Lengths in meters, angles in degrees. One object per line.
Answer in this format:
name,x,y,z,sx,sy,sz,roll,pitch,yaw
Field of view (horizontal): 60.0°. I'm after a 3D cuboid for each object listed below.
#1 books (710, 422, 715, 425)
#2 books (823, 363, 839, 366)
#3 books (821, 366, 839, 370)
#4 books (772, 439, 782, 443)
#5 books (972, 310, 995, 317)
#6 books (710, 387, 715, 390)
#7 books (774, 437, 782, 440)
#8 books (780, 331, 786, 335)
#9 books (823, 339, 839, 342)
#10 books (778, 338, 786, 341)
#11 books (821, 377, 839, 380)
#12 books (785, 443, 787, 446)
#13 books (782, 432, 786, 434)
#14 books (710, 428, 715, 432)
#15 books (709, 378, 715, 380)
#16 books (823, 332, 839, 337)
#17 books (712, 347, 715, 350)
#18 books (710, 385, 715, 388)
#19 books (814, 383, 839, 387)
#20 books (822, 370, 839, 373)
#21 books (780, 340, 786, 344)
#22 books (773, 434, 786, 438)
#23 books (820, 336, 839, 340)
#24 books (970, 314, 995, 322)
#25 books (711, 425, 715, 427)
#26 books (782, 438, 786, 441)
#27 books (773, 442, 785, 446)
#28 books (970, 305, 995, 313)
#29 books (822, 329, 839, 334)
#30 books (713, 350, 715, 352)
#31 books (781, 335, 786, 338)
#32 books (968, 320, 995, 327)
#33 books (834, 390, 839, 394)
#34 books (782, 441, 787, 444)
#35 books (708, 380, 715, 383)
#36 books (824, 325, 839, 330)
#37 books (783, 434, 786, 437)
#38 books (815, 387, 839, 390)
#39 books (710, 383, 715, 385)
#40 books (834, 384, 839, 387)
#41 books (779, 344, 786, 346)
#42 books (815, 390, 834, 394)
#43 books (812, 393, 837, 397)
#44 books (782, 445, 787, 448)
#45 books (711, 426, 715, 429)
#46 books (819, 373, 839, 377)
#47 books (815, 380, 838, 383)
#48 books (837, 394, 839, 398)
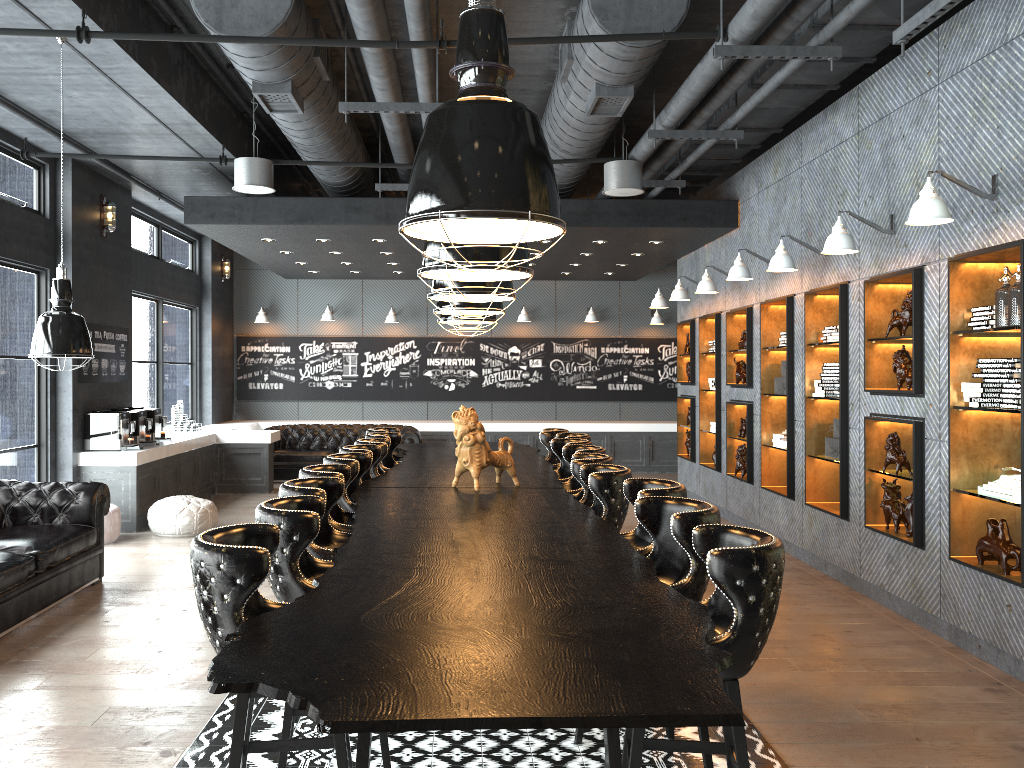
books,2.902,0.473,10.600,0.228,0.029,0.177,0,1,-19
books,2.989,-0.161,7.336,0.196,0.028,0.241,0,1,-27
books,2.975,-0.133,7.340,0.197,0.028,0.241,-1,1,-41
books,2.949,0.542,8.534,0.169,0.024,0.223,-1,1,-34
books,3.037,-0.417,5.251,0.194,0.028,0.245,0,1,-2
books,2.903,0.062,10.573,0.246,0.028,0.193,0,1,-7
books,2.972,0.518,8.557,0.243,0.024,0.174,0,1,-4
books,2.966,-0.475,8.387,0.193,0.028,0.245,0,1,1
books,2.975,-0.353,7.426,0.192,0.028,0.248,0,1,14
books,2.966,-0.419,8.383,0.195,0.028,0.243,0,1,-11
books,2.966,-0.048,7.329,0.197,0.028,0.241,-1,1,-33
books,2.921,0.559,8.236,0.158,0.021,0.225,0,1,7
books,2.926,0.453,8.228,0.197,0.020,0.206,0,1,-1
books,2.907,0.552,10.590,0.183,0.034,0.238,-1,1,-33
books,2.893,-0.051,10.592,0.247,0.028,0.192,0,1,-10
books,2.994,-0.410,7.435,0.193,0.028,0.246,0,1,6
books,2.899,-0.410,10.474,0.195,0.028,0.243,0,1,-15
books,2.872,0.034,10.531,0.244,0.028,0.194,0,1,6
books,2.931,0.007,7.442,0.244,0.028,0.195,0,1,11
books,2.989,-0.105,7.354,0.197,0.028,0.241,-1,1,-32
books,2.955,-0.390,8.397,0.192,0.028,0.247,0,1,9
books,2.953,0.492,8.520,0.227,0.029,0.177,0,1,-17
books,2.974,-0.382,7.454,0.192,0.028,0.247,0,1,9
books,3.027,-0.389,5.261,0.193,0.028,0.245,0,1,0
books,2.920,0.499,10.607,0.245,0.024,0.173,0,1,-12
books,2.915,0.517,8.235,0.205,0.019,0.264,0,1,-3
books,2.957,0.571,8.519,0.182,0.034,0.239,0,1,-23
books,3.037,-0.446,5.273,0.193,0.028,0.245,0,1,1
books,3.004,-0.438,7.432,0.195,0.028,0.244,0,1,-10
books,2.917,-0.382,10.460,0.196,0.028,0.242,0,1,-23
books,2.985,-0.447,8.428,0.193,0.028,0.246,0,1,4
books,3.026,-0.361,5.291,0.193,0.028,0.246,0,1,2
books,2.968,0.066,7.168,0.192,0.028,0.247,0,1,9
books,2.921,0.538,8.237,0.202,0.022,0.228,0,1,1
books,2.881,-0.023,10.591,0.245,0.028,0.193,0,1,0
books,3.014,-0.466,7.425,0.194,0.028,0.245,0,1,-2
books,2.951,0.474,8.225,0.246,0.023,0.244,0,1,-17
books,2.962,0.034,7.473,0.245,0.028,0.194,0,1,3
books,2.893,0.005,10.572,0.246,0.028,0.193,0,1,-3
books,3.008,0.009,7.177,0.195,0.028,0.243,0,1,-12
books,2.965,-0.362,8.406,0.194,0.028,0.245,0,1,-2
books,2.945,0.063,7.422,0.246,0.028,0.193,0,1,-4
books,2.944,0.091,7.462,0.247,0.028,0.192,0,1,-10
books,2.914,0.580,8.228,0.167,0.023,0.227,0,1,-2
books,2.898,0.523,10.604,0.168,0.024,0.225,0,1,-16
books,2.957,-0.076,7.331,0.197,0.028,0.241,0,1,-30
books,2.951,-0.022,7.463,0.245,0.028,0.194,0,1,4
books,2.998,0.094,7.150,0.193,0.028,0.246,0,1,2
